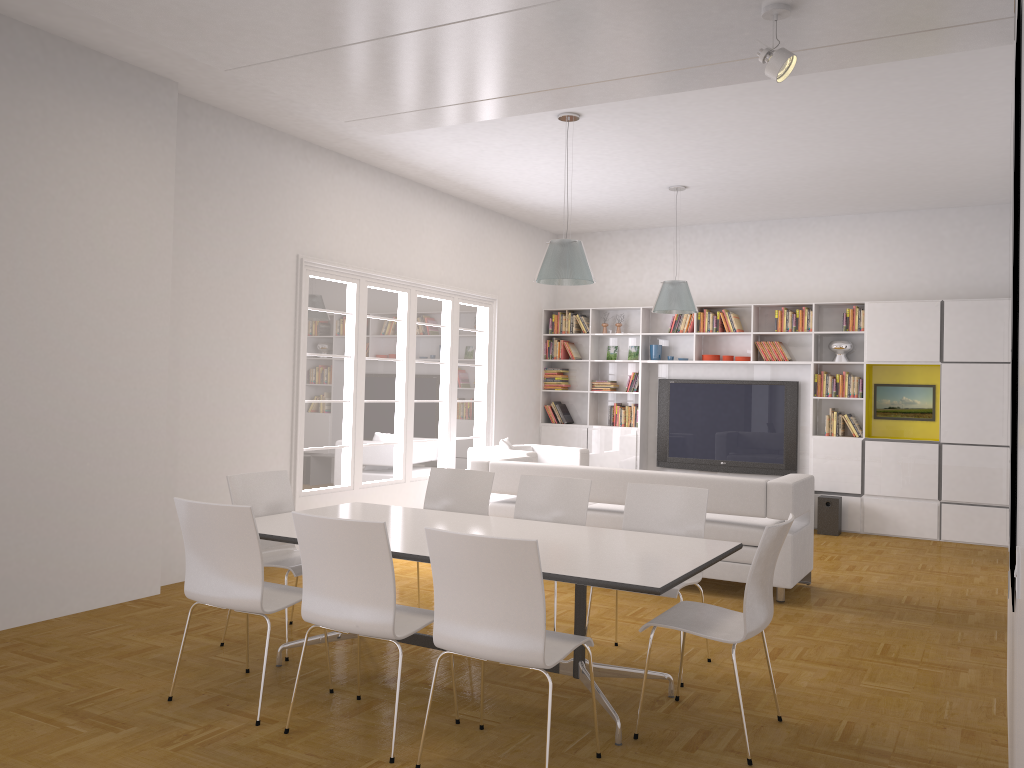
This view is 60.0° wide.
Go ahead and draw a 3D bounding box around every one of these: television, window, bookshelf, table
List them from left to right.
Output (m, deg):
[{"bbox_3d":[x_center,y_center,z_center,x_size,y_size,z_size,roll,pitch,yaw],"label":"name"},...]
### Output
[{"bbox_3d":[-1.070,0.206,8.872,0.195,2.529,3.348,1,-1,29],"label":"window"},{"bbox_3d":[-0.218,1.109,4.411,2.411,0.722,1.210,1,-1,29],"label":"table"},{"bbox_3d":[2.515,0.497,10.440,1.660,1.088,0.082,1,-1,29],"label":"television"},{"bbox_3d":[2.800,0.335,10.216,5.365,2.481,0.389,1,-1,29],"label":"bookshelf"}]

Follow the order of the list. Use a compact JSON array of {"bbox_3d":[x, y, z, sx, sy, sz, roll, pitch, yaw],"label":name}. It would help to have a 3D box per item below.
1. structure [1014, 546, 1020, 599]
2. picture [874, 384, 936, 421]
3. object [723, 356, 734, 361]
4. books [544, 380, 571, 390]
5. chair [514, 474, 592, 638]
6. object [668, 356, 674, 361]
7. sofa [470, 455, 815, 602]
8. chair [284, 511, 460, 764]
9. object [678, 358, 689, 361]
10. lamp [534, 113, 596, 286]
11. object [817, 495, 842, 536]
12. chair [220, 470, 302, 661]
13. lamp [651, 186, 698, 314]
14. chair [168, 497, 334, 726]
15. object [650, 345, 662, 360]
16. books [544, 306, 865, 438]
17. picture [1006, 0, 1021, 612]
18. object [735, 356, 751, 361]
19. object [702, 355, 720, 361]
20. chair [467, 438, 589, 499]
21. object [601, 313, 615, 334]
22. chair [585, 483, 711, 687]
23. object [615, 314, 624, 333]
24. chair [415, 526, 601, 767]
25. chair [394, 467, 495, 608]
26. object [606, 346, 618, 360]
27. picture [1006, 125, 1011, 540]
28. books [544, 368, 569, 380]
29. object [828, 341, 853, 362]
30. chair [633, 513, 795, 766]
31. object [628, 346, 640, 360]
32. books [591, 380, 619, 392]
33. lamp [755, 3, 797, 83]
[{"bbox_3d":[1.190,0.442,2.089,0.013,0.104,0.114,1,-1,29],"label":"structure"},{"bbox_3d":[4.226,0.197,9.554,0.609,0.388,0.007,1,-1,29],"label":"picture"},{"bbox_3d":[2.526,-0.294,10.361,0.128,0.073,0.129,1,-1,25],"label":"object"},{"bbox_3d":[0.581,0.023,11.426,0.284,0.153,0.207,1,-1,29],"label":"books"},{"bbox_3d":[0.134,1.021,5.110,0.561,0.931,0.575,1,-1,29],"label":"chair"},{"bbox_3d":[1.913,-0.305,10.685,0.078,0.056,0.078,2,-1,-36],"label":"object"},{"bbox_3d":[0.979,1.080,7.084,2.623,0.849,0.822,1,-1,29],"label":"sofa"},{"bbox_3d":[-0.593,0.996,3.734,0.561,0.931,0.575,1,-1,29],"label":"chair"},{"bbox_3d":[2.050,-0.290,10.609,0.124,0.032,0.123,1,0,14],"label":"object"},{"bbox_3d":[0.409,-1.382,6.617,0.464,1.250,0.464,1,-2,28],"label":"lamp"},{"bbox_3d":[3.359,1.390,9.376,0.211,0.391,0.217,1,-1,29],"label":"object"},{"bbox_3d":[-1.277,0.985,5.019,0.575,0.931,0.560,1,-1,29],"label":"chair"},{"bbox_3d":[1.636,-1.340,8.843,0.464,1.250,0.464,1,-2,28],"label":"lamp"},{"bbox_3d":[-1.207,0.982,4.072,0.561,0.931,0.575,1,-1,29],"label":"chair"},{"bbox_3d":[1.749,-0.377,10.778,0.147,0.192,0.147,1,-1,18],"label":"object"},{"bbox_3d":[2.146,-0.180,10.557,3.862,1.456,0.235,1,-1,29],"label":"books"},{"bbox_3d":[1.578,-0.260,2.792,0.016,1.781,0.786,1,-2,29],"label":"picture"},{"bbox_3d":[2.675,-0.287,10.257,0.182,0.054,0.183,1,0,25],"label":"object"},{"bbox_3d":[2.347,-0.305,10.459,0.210,0.073,0.211,1,0,4],"label":"object"},{"bbox_3d":[0.183,1.025,9.243,0.801,0.912,1.096,1,-1,39],"label":"chair"},{"bbox_3d":[1.199,-0.761,11.137,0.120,0.279,0.179,1,-1,34],"label":"object"},{"bbox_3d":[0.748,1.035,4.771,0.561,0.931,0.575,1,-1,29],"label":"chair"},{"bbox_3d":[1.311,-0.749,11.094,0.119,0.260,0.179,3,-2,-41],"label":"object"},{"bbox_3d":[-0.014,1.009,3.415,0.561,0.931,0.575,1,-1,29],"label":"chair"},{"bbox_3d":[-0.444,1.008,5.429,0.561,0.931,0.575,1,-1,29],"label":"chair"},{"bbox_3d":[1.264,-0.387,11.182,0.144,0.190,0.051,1,-2,29],"label":"object"},{"bbox_3d":[2.129,-0.241,3.791,0.013,1.781,0.786,1,-2,29],"label":"picture"},{"bbox_3d":[0.571,-0.127,11.438,0.252,0.153,0.207,1,-1,29],"label":"books"},{"bbox_3d":[3.614,-0.354,9.760,0.256,0.239,0.256,1,-1,37],"label":"object"},{"bbox_3d":[0.901,1.027,3.818,0.575,0.931,0.560,1,-1,29],"label":"chair"},{"bbox_3d":[1.517,-0.382,11.043,0.144,0.190,0.051,1,-2,29],"label":"object"},{"bbox_3d":[1.167,0.036,11.103,0.284,0.153,0.207,1,-1,29],"label":"books"},{"bbox_3d":[1.295,-1.639,4.283,0.167,0.364,0.173,2,-1,-18],"label":"lamp"}]
